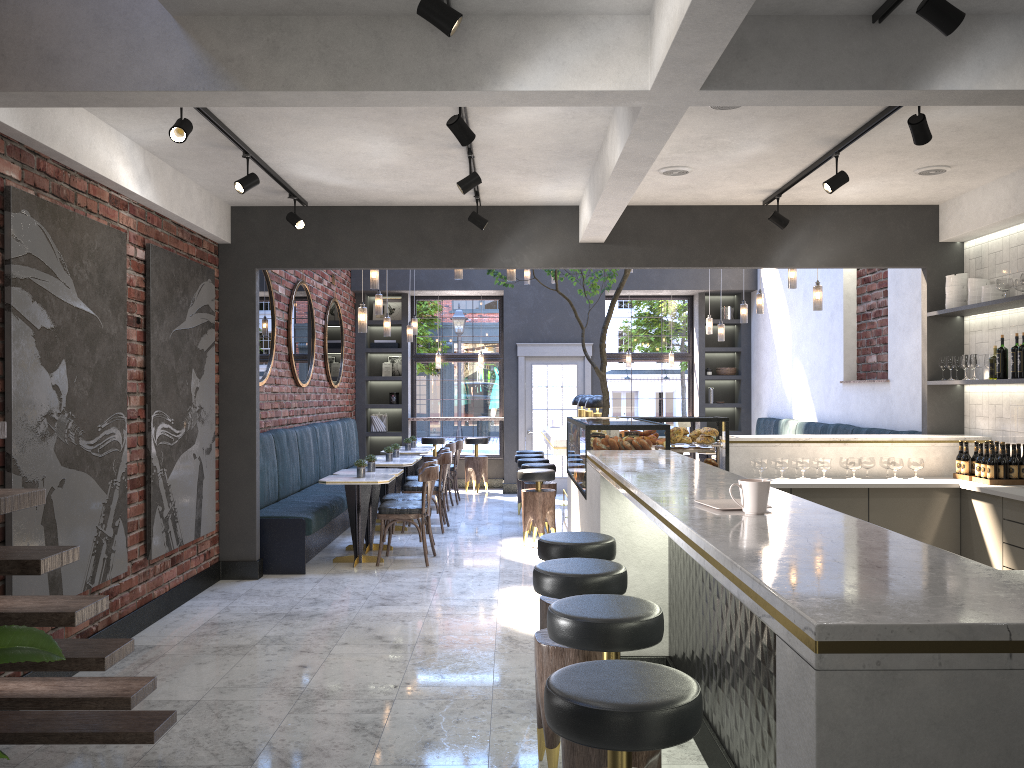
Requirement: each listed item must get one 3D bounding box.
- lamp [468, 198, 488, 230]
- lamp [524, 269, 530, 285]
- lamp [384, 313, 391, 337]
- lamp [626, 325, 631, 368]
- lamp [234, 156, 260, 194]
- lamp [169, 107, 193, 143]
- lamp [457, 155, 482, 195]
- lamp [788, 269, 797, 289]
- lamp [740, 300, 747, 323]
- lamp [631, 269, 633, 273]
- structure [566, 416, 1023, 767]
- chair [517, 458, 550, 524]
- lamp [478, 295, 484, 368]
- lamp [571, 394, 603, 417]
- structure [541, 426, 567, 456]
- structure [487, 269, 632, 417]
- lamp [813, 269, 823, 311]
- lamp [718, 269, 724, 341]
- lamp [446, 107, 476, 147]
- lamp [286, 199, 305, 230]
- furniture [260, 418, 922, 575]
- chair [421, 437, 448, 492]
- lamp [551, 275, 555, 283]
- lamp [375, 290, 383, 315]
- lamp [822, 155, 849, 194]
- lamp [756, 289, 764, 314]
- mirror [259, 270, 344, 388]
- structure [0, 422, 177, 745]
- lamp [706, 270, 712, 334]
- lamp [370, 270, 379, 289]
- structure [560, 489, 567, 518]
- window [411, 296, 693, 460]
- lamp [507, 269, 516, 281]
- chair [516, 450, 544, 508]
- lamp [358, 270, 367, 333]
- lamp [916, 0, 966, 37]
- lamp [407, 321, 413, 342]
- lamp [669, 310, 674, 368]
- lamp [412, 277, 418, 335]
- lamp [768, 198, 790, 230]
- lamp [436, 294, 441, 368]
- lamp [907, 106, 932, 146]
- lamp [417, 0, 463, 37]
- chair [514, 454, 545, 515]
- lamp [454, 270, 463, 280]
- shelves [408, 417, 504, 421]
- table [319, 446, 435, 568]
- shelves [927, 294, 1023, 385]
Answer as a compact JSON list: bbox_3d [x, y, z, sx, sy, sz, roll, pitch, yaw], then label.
[{"bbox_3d":[-0.254,-1.271,6.644,0.157,0.238,0.087,0,0,-6],"label":"lamp"},{"bbox_3d":[0.189,-3.332,11.374,0.078,4.105,0.078,0,0,-15],"label":"lamp"},{"bbox_3d":[-1.448,-2.603,10.244,0.078,4.105,0.078,0,0,7],"label":"lamp"},{"bbox_3d":[1.791,-0.964,13.621,0.078,1.429,0.078,0,0,-38],"label":"lamp"},{"bbox_3d":[-1.627,-1.278,5.442,0.087,0.238,0.157,0,0,39],"label":"lamp"},{"bbox_3d":[-1.621,-1.287,4.341,0.087,0.235,0.157,0,0,-6],"label":"lamp"},{"bbox_3d":[-0.263,-1.282,5.449,0.157,0.238,0.087,0,0,-6],"label":"lamp"},{"bbox_3d":[2.687,-2.968,8.514,0.078,4.105,0.078,0,0,-15],"label":"lamp"},{"bbox_3d":[2.684,-2.759,10.282,0.078,4.105,0.078,0,0,-38],"label":"lamp"},{"bbox_3d":[1.516,-3.488,11.431,0.078,4.105,0.078,0,0,-15],"label":"lamp"},{"bbox_3d":[2.049,0.883,4.239,3.205,1.300,5.805,0,0,0],"label":"structure"},{"bbox_3d":[0.249,1.223,10.103,0.372,0.737,0.370,0,0,43],"label":"chair"},{"bbox_3d":[-0.476,-0.958,13.616,0.078,1.429,0.078,0,0,-38],"label":"lamp"},{"bbox_3d":[0.245,-1.120,6.488,4.182,3.256,8.835,0,0,-17],"label":"lamp"},{"bbox_3d":[0.883,1.064,10.048,0.990,1.050,3.490,0,0,0],"label":"structure"},{"bbox_3d":[0.907,-1.410,9.073,3.744,5.988,2.806,0,0,43],"label":"structure"},{"bbox_3d":[2.690,-2.700,7.815,0.078,4.105,0.078,0,0,-15],"label":"lamp"},{"bbox_3d":[2.682,-2.603,11.393,0.078,4.105,0.078,0,0,-15],"label":"lamp"},{"bbox_3d":[-0.250,-1.292,4.353,0.087,0.238,0.157,0,0,39],"label":"lamp"},{"bbox_3d":[-1.620,-1.266,6.638,0.157,0.235,0.087,0,0,41],"label":"lamp"},{"bbox_3d":[0.639,1.014,9.981,6.021,1.151,5.341,0,0,0],"label":"furniture"},{"bbox_3d":[-1.181,1.215,13.373,0.370,0.821,0.372,0,0,-38],"label":"chair"},{"bbox_3d":[0.568,-3.419,12.002,0.078,4.105,0.078,0,0,-15],"label":"lamp"},{"bbox_3d":[-1.447,-2.803,9.601,0.078,4.105,0.078,0,0,7],"label":"lamp"},{"bbox_3d":[1.991,-1.286,5.454,0.157,0.235,0.087,0,0,-6],"label":"lamp"},{"bbox_3d":[2.685,-2.813,9.610,0.078,4.105,0.078,0,0,-38],"label":"lamp"},{"bbox_3d":[-2.339,-0.717,9.927,0.036,1.510,4.773,0,0,0],"label":"mirror"},{"bbox_3d":[-1.847,-0.079,2.046,1.000,2.845,3.030,0,0,0],"label":"structure"},{"bbox_3d":[2.680,-2.731,12.057,0.078,4.105,0.078,0,0,-15],"label":"lamp"},{"bbox_3d":[-1.315,-2.959,8.439,0.078,4.105,0.078,0,0,-15],"label":"lamp"},{"bbox_3d":[0.883,1.484,10.049,0.496,0.210,3.498,0,-1,0],"label":"structure"},{"bbox_3d":[0.626,-1.562,7.717,6.405,5.364,12.710,0,0,0],"label":"window"},{"bbox_3d":[-0.011,-2.955,7.757,0.078,4.105,0.078,0,0,30],"label":"lamp"},{"bbox_3d":[0.235,1.236,11.506,0.372,0.737,0.370,0,0,43],"label":"chair"},{"bbox_3d":[-1.312,-2.502,7.754,0.078,4.105,0.078,0,0,-15],"label":"lamp"},{"bbox_3d":[1.460,-1.307,3.021,0.157,0.235,0.087,0,0,-6],"label":"lamp"},{"bbox_3d":[-1.320,-2.593,11.425,0.078,4.105,0.078,0,0,-15],"label":"lamp"},{"bbox_3d":[2.448,-0.966,13.622,0.078,1.429,0.078,0,0,30],"label":"lamp"},{"bbox_3d":[-1.322,-2.721,11.998,0.078,4.105,0.078,0,0,-15],"label":"lamp"},{"bbox_3d":[2.001,-1.275,6.649,0.157,0.235,0.087,0,0,-6],"label":"lamp"},{"bbox_3d":[-1.134,-0.957,13.615,0.078,1.429,0.078,0,0,30],"label":"lamp"},{"bbox_3d":[2.004,-1.296,4.358,0.087,0.235,0.157,0,0,39],"label":"lamp"},{"bbox_3d":[-0.246,-1.304,3.018,0.157,0.238,0.087,0,0,-6],"label":"lamp"},{"bbox_3d":[0.217,1.230,10.796,0.370,0.737,0.372,0,0,-9],"label":"chair"},{"bbox_3d":[-0.525,-3.073,8.622,0.078,4.105,0.078,0,0,30],"label":"lamp"},{"bbox_3d":[0.630,0.533,13.624,4.403,0.043,0.384,0,-1,0],"label":"shelves"},{"bbox_3d":[0.638,1.214,9.937,4.599,0.751,4.830,0,-1,0],"label":"table"},{"bbox_3d":[3.496,-0.300,5.339,0.300,0.580,3.600,0,-1,0],"label":"shelves"}]
